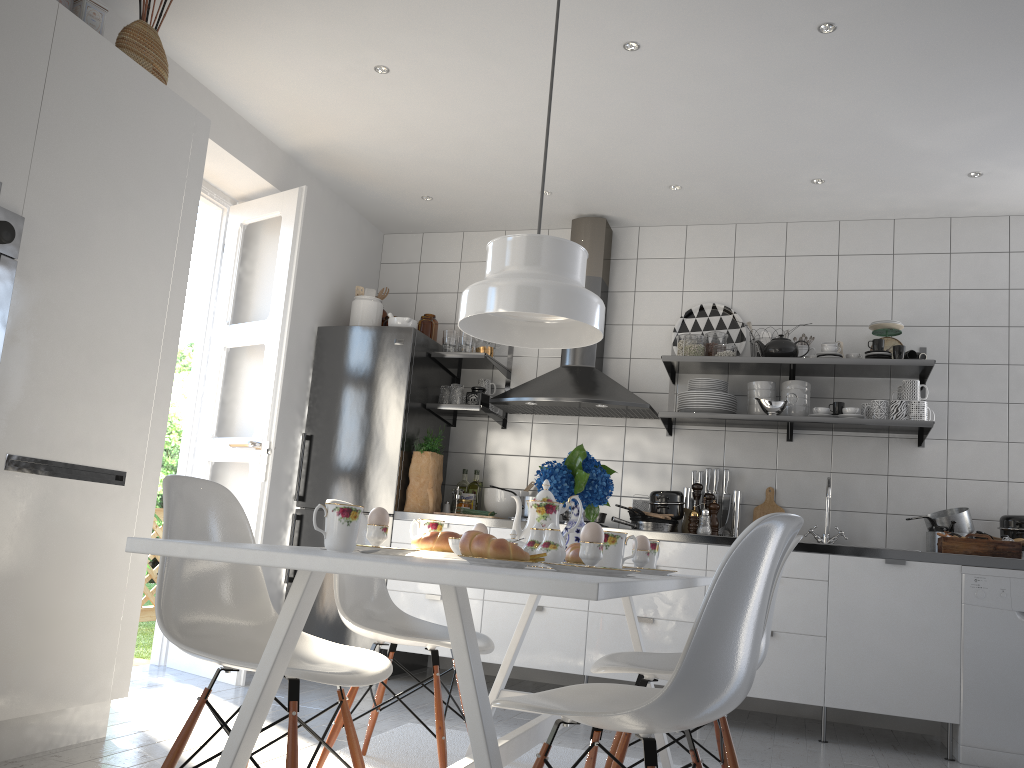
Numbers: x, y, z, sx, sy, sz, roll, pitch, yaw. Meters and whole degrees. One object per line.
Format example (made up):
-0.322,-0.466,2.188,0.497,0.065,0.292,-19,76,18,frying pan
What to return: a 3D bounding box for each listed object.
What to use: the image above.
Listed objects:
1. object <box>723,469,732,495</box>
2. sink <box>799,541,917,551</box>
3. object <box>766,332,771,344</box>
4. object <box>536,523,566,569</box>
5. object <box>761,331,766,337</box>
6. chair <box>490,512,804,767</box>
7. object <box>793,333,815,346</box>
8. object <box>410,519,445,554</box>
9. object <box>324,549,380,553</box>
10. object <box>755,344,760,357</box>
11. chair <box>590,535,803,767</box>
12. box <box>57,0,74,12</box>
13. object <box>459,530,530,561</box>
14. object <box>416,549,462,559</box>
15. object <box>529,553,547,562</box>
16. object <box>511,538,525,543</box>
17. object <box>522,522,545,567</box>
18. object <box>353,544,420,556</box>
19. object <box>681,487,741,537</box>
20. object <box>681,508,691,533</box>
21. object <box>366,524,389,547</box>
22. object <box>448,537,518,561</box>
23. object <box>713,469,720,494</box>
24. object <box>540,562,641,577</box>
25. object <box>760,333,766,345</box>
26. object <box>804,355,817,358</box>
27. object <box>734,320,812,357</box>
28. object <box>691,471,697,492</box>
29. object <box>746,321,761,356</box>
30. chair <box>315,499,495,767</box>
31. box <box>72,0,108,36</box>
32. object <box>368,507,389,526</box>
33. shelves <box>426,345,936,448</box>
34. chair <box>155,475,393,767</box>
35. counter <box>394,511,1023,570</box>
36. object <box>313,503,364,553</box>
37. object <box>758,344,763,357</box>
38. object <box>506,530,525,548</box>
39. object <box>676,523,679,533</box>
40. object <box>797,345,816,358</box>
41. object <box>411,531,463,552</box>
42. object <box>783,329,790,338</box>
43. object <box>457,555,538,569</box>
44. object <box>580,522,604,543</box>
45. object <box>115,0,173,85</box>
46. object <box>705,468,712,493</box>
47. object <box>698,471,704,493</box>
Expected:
1.124,0.509,4.619,0.046,0.131,0.022,2,-9,22,object
1.471,0.809,4.137,0.765,0.111,0.490,2,-11,18,sink
1.359,-0.172,4.660,0.025,0.226,0.086,7,-9,-12,object
0.088,0.360,1.974,0.069,0.101,0.066,2,-9,18,object
1.330,-0.174,4.676,0.029,0.231,0.063,4,-9,6,object
0.243,0.630,1.657,0.542,0.796,0.467,-1,-11,32,chair
1.500,-0.168,4.562,0.104,0.202,0.078,2,-9,16,object
-0.228,0.418,2.418,0.078,0.095,0.091,2,-10,17,object
-0.342,0.349,1.871,0.139,0.011,0.032,2,-11,15,object
1.291,-0.159,4.647,0.023,0.185,0.081,6,-9,-8,object
0.483,0.787,2.386,0.542,0.796,0.468,4,-9,7,chair
-1.351,-1.105,2.610,0.081,0.110,0.081,-1,-11,33,box
-0.043,0.318,1.734,0.124,0.057,0.161,8,-11,-17,object
-0.168,0.434,2.260,0.158,0.015,0.159,7,-11,-11,object
0.006,0.343,1.732,0.109,0.036,0.071,9,-11,-23,object
-0.012,0.356,1.975,0.031,0.031,0.138,10,-11,-27,object
0.056,0.368,2.033,0.069,0.101,0.066,2,-9,18,object
-0.305,0.370,1.977,0.201,0.015,0.201,10,-12,-26,object
1.033,0.679,4.618,0.321,0.259,0.067,2,-9,18,object
0.932,0.712,4.544,0.116,0.144,0.128,11,-11,-32,object
-0.302,0.344,1.981,0.048,0.057,0.048,11,-11,-31,object
-0.067,0.373,1.997,0.158,0.058,0.159,4,-10,8,object
1.070,0.508,4.636,0.033,0.131,0.022,2,-9,22,object
0.155,0.370,1.760,0.201,0.015,0.202,-2,-12,33,object
1.331,-0.172,4.655,0.028,0.219,0.101,7,-9,-10,object
1.498,-0.112,4.413,0.079,0.047,0.083,6,-10,-7,object
1.348,-0.206,4.608,0.378,0.277,0.199,5,-9,1,object
0.958,0.514,4.672,0.027,0.114,0.019,3,-9,14,object
1.262,-0.204,4.586,0.113,0.248,0.021,1,-9,23,object
-0.327,0.767,2.665,0.542,0.796,0.468,3,-9,12,chair
-1.275,-1.090,2.658,0.081,0.110,0.081,-1,-11,33,box
-0.299,0.307,1.986,0.048,0.062,0.048,1,-10,22,object
0.807,-0.009,4.644,2.539,0.509,0.429,2,-10,18,shelves
-0.548,0.619,1.968,0.542,0.796,0.468,2,-9,17,chair
1.037,0.774,4.309,3.237,0.045,0.655,2,-11,18,counter
-0.348,0.290,1.782,0.091,0.095,0.079,4,-9,5,object
1.305,-0.152,4.626,0.022,0.166,0.125,4,-9,4,object
0.001,0.398,2.171,0.186,0.083,0.141,2,-10,18,object
0.833,0.751,4.590,0.066,0.067,0.053,9,-10,-21,object
1.499,-0.129,4.543,0.084,0.129,0.084,6,-9,-3,object
-0.168,0.403,2.247,0.161,0.057,0.124,8,-11,-17,object
1.395,-0.177,4.613,0.085,0.225,0.027,5,-8,1,object
-0.029,0.348,1.727,0.158,0.015,0.159,7,-11,-11,object
0.160,0.307,1.770,0.048,0.062,0.048,1,-10,22,object
-1.197,-1.178,2.916,0.091,0.449,0.231,2,-9,19,object
1.029,0.507,4.650,0.033,0.131,0.022,2,-9,22,object
0.992,0.515,4.661,0.027,0.114,0.019,3,-9,14,object
